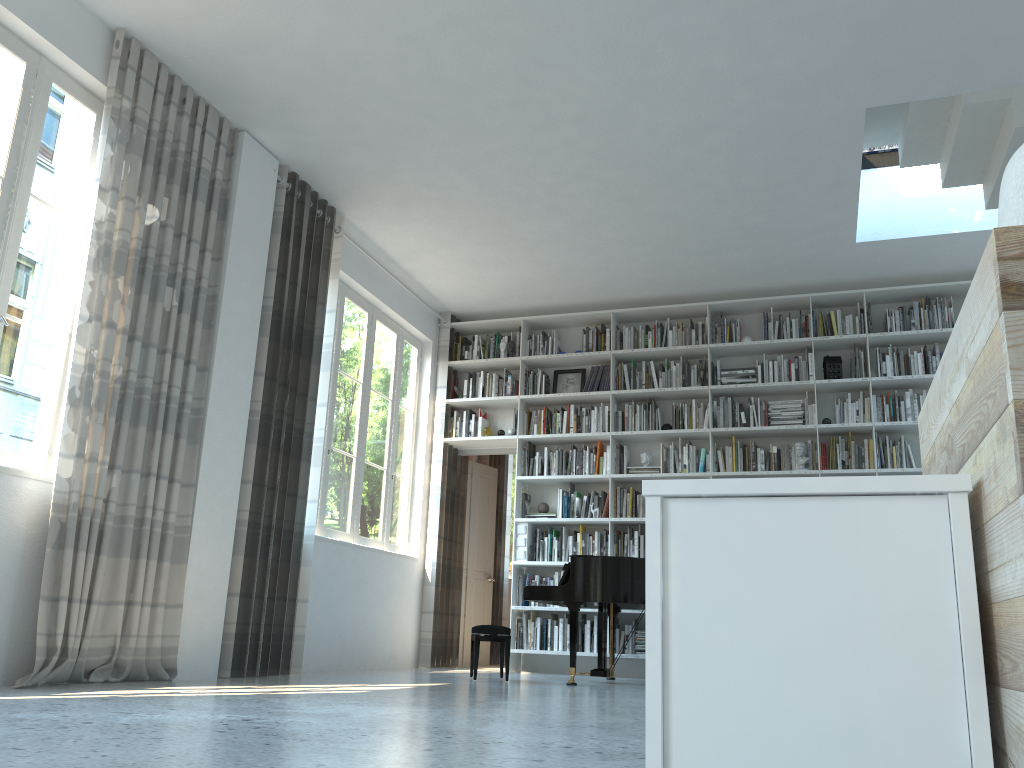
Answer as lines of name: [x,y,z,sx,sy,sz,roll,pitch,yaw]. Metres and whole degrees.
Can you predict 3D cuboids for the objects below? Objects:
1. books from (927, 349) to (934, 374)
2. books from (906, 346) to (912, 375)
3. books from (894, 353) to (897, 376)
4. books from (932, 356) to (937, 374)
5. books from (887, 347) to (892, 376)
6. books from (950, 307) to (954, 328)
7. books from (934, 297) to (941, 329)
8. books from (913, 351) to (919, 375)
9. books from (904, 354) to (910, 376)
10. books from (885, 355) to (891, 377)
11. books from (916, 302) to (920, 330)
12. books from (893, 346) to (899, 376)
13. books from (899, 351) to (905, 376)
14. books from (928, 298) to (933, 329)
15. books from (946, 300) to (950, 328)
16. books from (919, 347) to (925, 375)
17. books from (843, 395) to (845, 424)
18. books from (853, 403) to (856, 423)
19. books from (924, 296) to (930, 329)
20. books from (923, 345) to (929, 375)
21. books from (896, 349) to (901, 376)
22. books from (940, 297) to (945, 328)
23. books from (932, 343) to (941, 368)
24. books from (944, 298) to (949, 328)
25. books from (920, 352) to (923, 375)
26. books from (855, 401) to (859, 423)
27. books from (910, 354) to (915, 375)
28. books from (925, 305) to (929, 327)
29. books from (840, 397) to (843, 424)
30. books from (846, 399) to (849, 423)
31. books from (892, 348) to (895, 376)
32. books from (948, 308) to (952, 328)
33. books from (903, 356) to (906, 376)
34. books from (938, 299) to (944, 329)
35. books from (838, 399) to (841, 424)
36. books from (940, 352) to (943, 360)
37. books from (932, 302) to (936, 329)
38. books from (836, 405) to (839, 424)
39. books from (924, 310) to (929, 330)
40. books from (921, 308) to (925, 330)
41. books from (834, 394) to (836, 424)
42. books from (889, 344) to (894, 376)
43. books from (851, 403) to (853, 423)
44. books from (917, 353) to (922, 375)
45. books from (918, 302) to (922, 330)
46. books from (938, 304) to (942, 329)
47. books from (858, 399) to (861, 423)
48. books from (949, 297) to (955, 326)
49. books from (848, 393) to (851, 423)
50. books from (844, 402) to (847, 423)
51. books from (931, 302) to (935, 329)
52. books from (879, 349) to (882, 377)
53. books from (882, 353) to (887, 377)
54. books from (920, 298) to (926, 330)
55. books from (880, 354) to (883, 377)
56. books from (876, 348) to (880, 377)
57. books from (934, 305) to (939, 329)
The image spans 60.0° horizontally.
books: [3.340,-0.136,7.095,0.030,0.237,0.186,-3,-16,19]
books: [3.211,-0.145,7.164,0.013,0.283,0.155,-3,-16,19]
books: [3.101,-0.118,7.187,0.012,0.235,0.166,-3,-16,19]
books: [3.368,-0.109,7.083,0.027,0.181,0.176,-3,-16,19]
books: [3.068,-0.140,7.202,0.011,0.282,0.173,-3,-16,19]
books: [3.530,-0.484,7.127,0.014,0.208,0.188,-3,-16,19]
books: [3.442,-0.526,7.172,0.008,0.306,0.183,-3,-16,19]
books: [3.246,-0.128,7.132,0.023,0.236,0.149,-3,-16,19]
books: [3.192,-0.114,7.166,0.028,0.223,0.142,-3,-16,19]
books: [3.043,-0.107,7.183,0.026,0.207,0.181,-3,-16,19]
books: [3.310,-0.507,7.238,0.017,0.294,0.139,-3,-16,19]
books: [3.118,-0.146,7.196,0.021,0.295,0.139,-3,-16,19]
books: [3.146,-0.126,7.161,0.027,0.240,0.160,-3,-16,19]
books: [3.379,-0.523,7.178,0.015,0.298,0.183,-3,-16,19]
books: [3.503,-0.518,7.142,0.008,0.278,0.181,-3,-16,19]
books: [3.293,-0.144,7.120,0.012,0.264,0.156,-3,-16,19]
books: [2.704,0.238,7.229,0.019,0.274,0.146,-3,-16,19]
books: [2.772,0.269,7.181,0.027,0.196,0.185,-3,-16,19]
books: [3.374,-0.533,7.200,0.007,0.328,0.184,-3,-16,19]
books: [3.327,-0.152,7.125,0.012,0.284,0.160,-3,-16,19]
books: [3.135,-0.136,7.194,0.012,0.276,0.133,-3,-16,19]
books: [3.489,-0.527,7.188,0.008,0.320,0.134,-3,-16,19]
books: [3.392,-0.164,7.075,0.029,0.284,0.184,-3,-16,19]
books: [3.495,-0.524,7.153,0.013,0.296,0.189,-3,-16,19]
books: [3.281,-0.124,7.117,0.011,0.221,0.159,-3,-16,19]
books: [2.792,0.261,7.177,0.029,0.210,0.158,-3,-16,19]
books: [3.227,-0.114,7.148,0.025,0.215,0.144,-3,-16,19]
books: [3.366,-0.494,7.193,0.008,0.250,0.170,-3,-16,19]
books: [2.689,0.251,7.229,0.028,0.249,0.165,-3,-16,19]
books: [2.726,0.254,7.210,0.023,0.235,0.179,-3,-16,19]
books: [3.089,-0.136,7.186,0.010,0.268,0.166,-3,-16,19]
books: [3.518,-0.484,7.141,0.018,0.214,0.158,-3,-16,19]
books: [3.170,-0.110,7.168,0.014,0.214,0.132,-3,-16,19]
books: [3.470,-0.521,7.173,0.019,0.298,0.137,-3,-16,19]
books: [2.674,0.257,7.239,0.024,0.242,0.159,-3,-16,19]
books: [3.423,-0.126,7.070,0.030,0.212,0.157,-3,-16,19]
books: [3.414,-0.507,7.187,0.008,0.274,0.163,-3,-16,19]
books: [2.648,0.280,7.218,0.028,0.185,0.181,-3,-16,19]
books: [3.348,-0.474,7.177,0.018,0.200,0.189,-3,-16,19]
books: [3.329,-0.484,7.198,0.018,0.230,0.160,-3,-16,19]
books: [2.645,0.238,7.255,0.018,0.284,0.160,-3,-16,19]
books: [3.078,-0.153,7.196,0.014,0.306,0.153,-3,-16,19]
books: [2.753,0.269,7.184,0.024,0.194,0.173,-3,-16,19]
books: [3.261,-0.120,7.108,0.021,0.208,0.181,-3,-16,19]
books: [3.324,-0.504,7.227,0.007,0.284,0.160,-3,-16,19]
books: [3.454,-0.502,7.168,0.014,0.258,0.150,-3,-16,19]
books: [2.812,0.250,7.180,0.024,0.233,0.150,-3,-16,19]
books: [3.542,-0.532,7.138,0.006,0.305,0.164,-3,-16,19]
books: [2.736,0.229,7.190,0.028,0.274,0.187,-3,-16,19]
books: [2.713,0.270,7.216,0.023,0.206,0.171,-3,-16,19]
books: [3.406,-0.508,7.194,0.012,0.279,0.144,-3,-16,19]
books: [3.001,-0.130,7.238,0.011,0.279,0.134,-3,-16,19]
books: [3.025,-0.118,7.213,0.026,0.242,0.148,-3,-16,19]
books: [3.344,-0.522,7.210,0.006,0.311,0.179,-3,-16,19]
books: [3.009,-0.113,7.224,0.012,0.239,0.139,-3,-16,19]
books: [2.984,-0.138,7.224,0.012,0.284,0.160,-3,-16,19]
books: [3.429,-0.497,7.178,0.024,0.251,0.150,-3,-16,19]
